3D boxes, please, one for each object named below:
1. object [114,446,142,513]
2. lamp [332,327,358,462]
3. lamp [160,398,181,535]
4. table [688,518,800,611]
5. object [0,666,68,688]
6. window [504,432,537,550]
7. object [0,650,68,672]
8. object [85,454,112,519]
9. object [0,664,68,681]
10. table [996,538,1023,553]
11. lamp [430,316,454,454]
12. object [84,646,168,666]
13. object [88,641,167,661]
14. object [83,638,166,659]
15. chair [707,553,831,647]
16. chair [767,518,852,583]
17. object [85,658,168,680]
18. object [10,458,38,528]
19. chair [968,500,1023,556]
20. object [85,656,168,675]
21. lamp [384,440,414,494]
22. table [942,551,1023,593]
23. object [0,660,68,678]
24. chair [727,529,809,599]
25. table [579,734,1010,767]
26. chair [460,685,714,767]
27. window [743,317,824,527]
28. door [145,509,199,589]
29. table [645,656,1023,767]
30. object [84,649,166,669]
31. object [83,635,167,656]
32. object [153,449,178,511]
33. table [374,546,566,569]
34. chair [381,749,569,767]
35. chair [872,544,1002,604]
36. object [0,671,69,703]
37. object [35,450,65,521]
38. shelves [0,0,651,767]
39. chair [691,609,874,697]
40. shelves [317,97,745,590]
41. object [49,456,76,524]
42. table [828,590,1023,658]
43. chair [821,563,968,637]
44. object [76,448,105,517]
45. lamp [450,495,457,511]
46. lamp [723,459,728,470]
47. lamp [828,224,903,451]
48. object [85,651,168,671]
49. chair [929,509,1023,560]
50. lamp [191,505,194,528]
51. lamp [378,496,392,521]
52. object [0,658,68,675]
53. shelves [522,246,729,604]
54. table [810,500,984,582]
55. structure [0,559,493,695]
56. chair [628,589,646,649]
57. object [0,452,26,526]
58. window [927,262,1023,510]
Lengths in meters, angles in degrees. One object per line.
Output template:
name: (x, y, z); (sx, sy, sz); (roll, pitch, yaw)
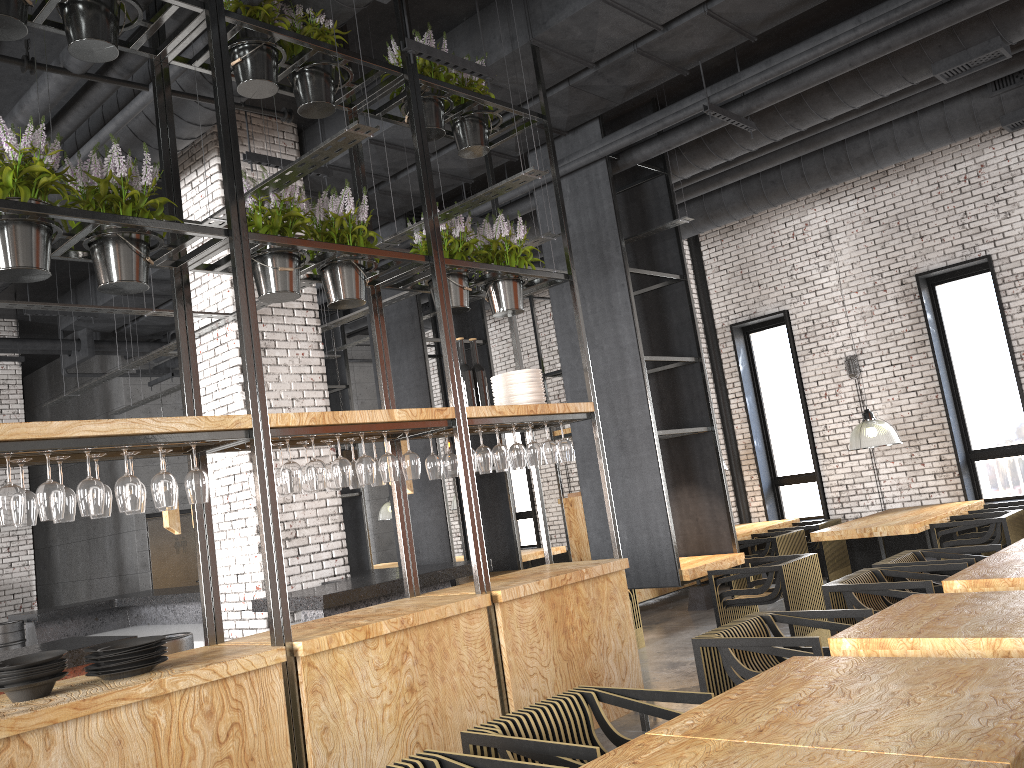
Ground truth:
object: (-1.552, 0.379, 3.577); (0.101, 0.268, 0.100); (-9, -8, 6)
lamp: (-1.457, 0.172, 7.563); (0.127, 1.399, 0.127); (-16, -11, 42)
lamp: (-3.783, 0.879, 9.710); (0.127, 1.551, 0.127); (-16, -11, 42)
table: (2.503, 2.125, 10.384); (0.997, 0.765, 2.116); (-16, -10, 42)
object: (-1.793, 1.111, 3.299); (0.256, 0.076, 0.257); (-15, -10, 42)
window: (0.103, 1.411, 14.676); (0.746, 2.707, 0.365); (-16, -11, 42)
object: (-1.799, 1.057, 3.309); (0.257, 0.076, 0.256); (-7, -8, -10)
object: (-1.757, 0.435, 3.767); (0.101, 0.268, 0.100); (-9, -8, 6)
object: (-1.794, 1.104, 3.301); (0.257, 0.075, 0.256); (-6, -8, -22)
table: (3.665, 1.290, 5.314); (0.997, 0.765, 0.996); (-16, -10, 42)
lamp: (-0.786, -0.001, 9.660); (0.108, 1.603, 0.108); (-8, -8, -1)
object: (-1.540, 1.095, 3.547); (0.306, 0.042, 0.305); (-8, -7, -1)
object: (-1.543, 1.081, 3.549); (0.305, 0.037, 0.306); (-15, -10, 43)
object: (-1.546, 1.070, 3.551); (0.305, 0.049, 0.305); (-5, -8, -22)
chair: (2.042, 1.770, 6.992); (0.637, 0.732, 0.657); (-15, -10, 40)
chair: (3.442, 1.985, 10.254); (0.637, 0.732, 0.657); (-15, -10, 40)
object: (-1.534, 1.144, 3.539); (0.306, 0.035, 0.305); (-7, -7, -10)
object: (-1.958, 0.437, 3.551); (0.101, 0.268, 0.100); (-9, -8, 6)
chair: (5.020, 1.556, 8.784); (0.637, 0.732, 0.657); (-15, -10, 39)
object: (-1.535, 1.133, 3.540); (0.306, 0.041, 0.305); (-4, -9, -30)
lamp: (-0.979, 0.120, 7.120); (0.127, 1.551, 0.127); (-16, -11, 42)
table: (2.983, 1.297, 4.579); (0.997, 0.765, 0.996); (-16, -10, 42)
object: (-1.795, 1.086, 3.303); (0.257, 0.072, 0.256); (-10, -8, 14)
chair: (2.749, 1.988, 9.478); (0.636, 0.732, 0.657); (-16, -11, 42)
table: (0.470, 1.324, 1.891); (0.997, 0.765, 0.996); (-16, -10, 42)
chair: (0.321, 1.520, 3.086); (0.657, 0.732, 0.636); (-1, -11, -45)
window: (3.538, 0.481, 11.503); (0.746, 2.707, 0.365); (-16, -11, 42)
door: (-5.059, 2.992, 13.562); (0.158, 2.109, 1.120); (-16, -11, 42)
table: (1.151, 1.318, 2.627); (0.997, 0.765, 0.996); (-16, -10, 42)
object: (-1.540, 1.110, 3.543); (0.305, 0.046, 0.305); (-9, -7, 0)
object: (-1.547, 1.056, 3.554); (0.305, 0.040, 0.305); (-12, -8, 25)
object: (-1.557, 0.433, 3.983); (0.101, 0.268, 0.100); (-6, -9, -17)
table: (-1.024, 3.041, 13.338); (4.124, 0.765, 1.000); (-15, -10, 42)
chair: (-0.229, 1.523, 2.472); (0.636, 0.732, 0.657); (-16, -11, 43)
chair: (2.896, 1.497, 5.878); (0.637, 0.732, 0.657); (-16, -11, 41)
object: (-1.789, 1.134, 3.296); (0.256, 0.068, 0.257); (-14, -9, 34)
object: (-1.752, 0.381, 3.361); (0.101, 0.268, 0.100); (-9, -8, 6)
shelves: (-0.964, -0.281, 4.613); (0.688, 5.033, 3.659); (-16, -11, 42)
chair: (1.361, 1.512, 4.221); (0.637, 0.732, 0.657); (-15, -11, 41)
shelves: (-0.816, 0.037, 9.658); (6.130, 4.379, 1.003); (-15, -11, 42)
object: (-1.858, 0.436, 3.659); (0.101, 0.268, 0.100); (-9, -8, 6)
table: (2.038, 1.309, 3.583); (0.997, 0.765, 0.996); (-16, -10, 42)
chair: (2.353, 1.499, 5.272); (0.637, 0.732, 0.657); (-16, -11, 42)
object: (-1.652, 0.380, 3.469); (0.101, 0.268, 0.100); (-9, -8, 6)
lamp: (-0.820, 0.640, 13.206); (0.537, 2.413, 0.535); (-7, -9, -12)
lamp: (2.105, -0.132, 10.653); (0.537, 2.413, 0.535); (-7, -9, -12)
lamp: (3.561, -0.526, 9.308); (0.537, 2.413, 0.535); (-7, -9, -12)
object: (-1.537, 1.118, 3.543); (0.305, 0.044, 0.306); (-15, -10, 43)
chair: (4.290, 1.569, 8.040); (0.637, 0.732, 0.657); (-15, -10, 40)
lamp: (-3.311, 0.782, 9.274); (0.127, 1.611, 0.127); (-16, -11, 42)
lamp: (-2.060, 0.976, 14.350); (0.537, 2.413, 0.535); (-8, -8, -6)
object: (-1.797, 1.082, 3.304); (0.256, 0.072, 0.257); (-15, -10, 42)
shelves: (1.387, 0.212, 11.111); (0.688, 5.033, 2.332); (-16, -11, 42)
table: (4.021, 1.714, 8.982); (0.997, 0.765, 2.116); (-16, -10, 42)
structure: (-3.647, 2.251, 7.073); (5.860, 1.538, 4.310); (-15, -10, 42)
chair: (0.722, 2.122, 8.170); (0.657, 0.732, 0.636); (-1, -11, -45)
object: (-1.846, 0.382, 3.259); (0.101, 0.268, 0.100); (-9, -8, 6)
window: (5.277, 0.010, 9.897); (0.746, 2.707, 0.365); (-16, -11, 42)
